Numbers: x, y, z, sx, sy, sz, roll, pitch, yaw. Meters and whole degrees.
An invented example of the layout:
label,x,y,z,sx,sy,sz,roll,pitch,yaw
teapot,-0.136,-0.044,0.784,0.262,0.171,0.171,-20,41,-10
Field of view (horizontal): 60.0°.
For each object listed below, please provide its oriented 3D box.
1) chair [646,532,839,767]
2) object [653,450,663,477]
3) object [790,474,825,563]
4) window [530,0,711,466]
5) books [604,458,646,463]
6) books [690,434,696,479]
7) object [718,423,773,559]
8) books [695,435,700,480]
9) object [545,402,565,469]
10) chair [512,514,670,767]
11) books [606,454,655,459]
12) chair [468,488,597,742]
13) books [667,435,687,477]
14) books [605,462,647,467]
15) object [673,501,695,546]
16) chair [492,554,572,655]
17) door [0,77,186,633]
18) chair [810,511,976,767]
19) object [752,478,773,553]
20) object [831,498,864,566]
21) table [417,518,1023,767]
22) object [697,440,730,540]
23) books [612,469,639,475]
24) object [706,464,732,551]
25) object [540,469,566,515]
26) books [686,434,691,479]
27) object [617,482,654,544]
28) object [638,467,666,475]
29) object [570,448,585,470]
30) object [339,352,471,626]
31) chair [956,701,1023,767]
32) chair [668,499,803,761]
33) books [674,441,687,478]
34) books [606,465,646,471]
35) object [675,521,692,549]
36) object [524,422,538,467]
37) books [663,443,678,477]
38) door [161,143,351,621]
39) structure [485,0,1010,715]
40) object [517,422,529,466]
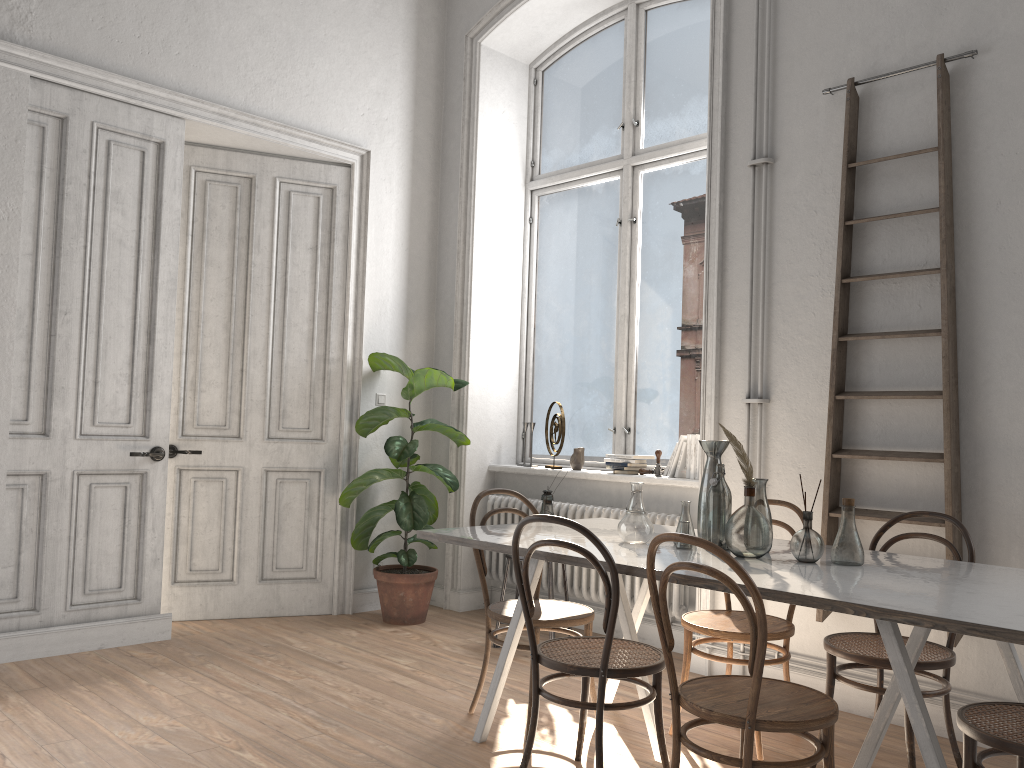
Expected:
label,x,y,z,sx,sy,sz,roll,pitch,yaw
chair,0.642,0.868,2.469,0.549,0.920,0.438,4,-3,-33
object,0.827,0.447,5.017,0.048,0.153,0.088,1,-3,16
object,0.965,0.438,2.892,0.107,0.283,0.107,0,-3,41
window,0.739,-0.923,5.544,0.013,2.842,1.622,4,-4,-44
books,0.669,0.453,5.233,0.205,0.020,0.155,0,-4,36
books,1.043,0.401,4.880,0.175,0.243,0.024,5,-4,-44
object,0.794,0.354,2.962,0.157,0.446,0.157,3,-3,-26
books,1.064,0.401,4.871,0.174,0.243,0.019,5,-4,-44
object,0.277,0.325,5.645,0.087,0.425,0.347,2,-3,-12
chair,0.258,0.878,2.912,0.438,0.920,0.549,0,-4,41
books,0.698,0.428,5.234,0.174,0.019,0.244,4,-4,-34
chair,0.086,0.912,3.672,0.438,0.920,0.549,4,-3,-36
books,0.964,0.407,4.973,0.174,0.235,0.100,5,-4,-44
books,0.675,0.474,5.242,0.147,0.023,0.221,4,-3,-28
object,0.634,0.508,3.238,0.083,0.158,0.083,0,-4,41
chair,0.126,1.176,4.914,0.364,0.522,0.360,1,-3,19
door,-2.250,-0.078,4.442,1.097,2.813,0.216,4,-3,-43
chair,1.391,0.932,3.209,0.549,0.920,0.438,4,-3,-37
object,0.865,0.460,3.111,0.098,0.255,0.100,1,-3,22
object,1.088,0.476,2.872,0.101,0.211,0.101,2,-3,-5
table,0.783,0.969,2.988,1.100,0.779,2.200,5,-4,-44
object,0.747,0.401,3.293,0.116,0.382,0.116,4,-3,-33
books,0.671,0.519,5.249,0.147,0.023,0.221,2,-3,5
object,0.734,0.434,3.143,0.086,0.301,0.086,0,-3,31
object,0.220,0.654,4.954,0.163,0.383,0.154,1,-3,19
books,1.031,0.404,4.936,0.175,0.243,0.024,5,-4,-44
object,0.454,0.471,3.242,0.132,0.219,0.132,0,-3,35
object,0.806,0.503,5.115,0.153,0.048,0.088,2,-3,-5
object,0.405,0.463,5.499,0.100,0.142,0.102,1,-3,20
object,0.977,0.467,3.442,0.792,1.841,5.828,4,-4,-39
chair,1.433,0.884,2.265,0.438,0.920,0.549,4,-3,-32
chair,0.933,0.935,3.564,0.438,0.920,0.549,-1,-4,44
books,0.982,0.423,4.955,0.155,0.203,0.072,5,-4,-44
books,0.674,0.496,5.243,0.155,0.022,0.205,3,-3,-24
object,0.607,0.533,3.127,0.058,0.094,0.058,3,-3,-16
object,0.128,0.395,5.764,0.095,0.288,0.095,3,-3,-22
books,0.939,0.427,5.003,0.105,0.194,0.155,-1,-4,45
door,-1.537,-0.005,5.373,1.097,2.813,0.216,3,-3,-20
structure,1.692,-0.797,3.976,0.340,4.472,5.182,4,-4,-44
object,0.087,0.400,5.888,0.095,0.288,0.095,3,-3,-13
